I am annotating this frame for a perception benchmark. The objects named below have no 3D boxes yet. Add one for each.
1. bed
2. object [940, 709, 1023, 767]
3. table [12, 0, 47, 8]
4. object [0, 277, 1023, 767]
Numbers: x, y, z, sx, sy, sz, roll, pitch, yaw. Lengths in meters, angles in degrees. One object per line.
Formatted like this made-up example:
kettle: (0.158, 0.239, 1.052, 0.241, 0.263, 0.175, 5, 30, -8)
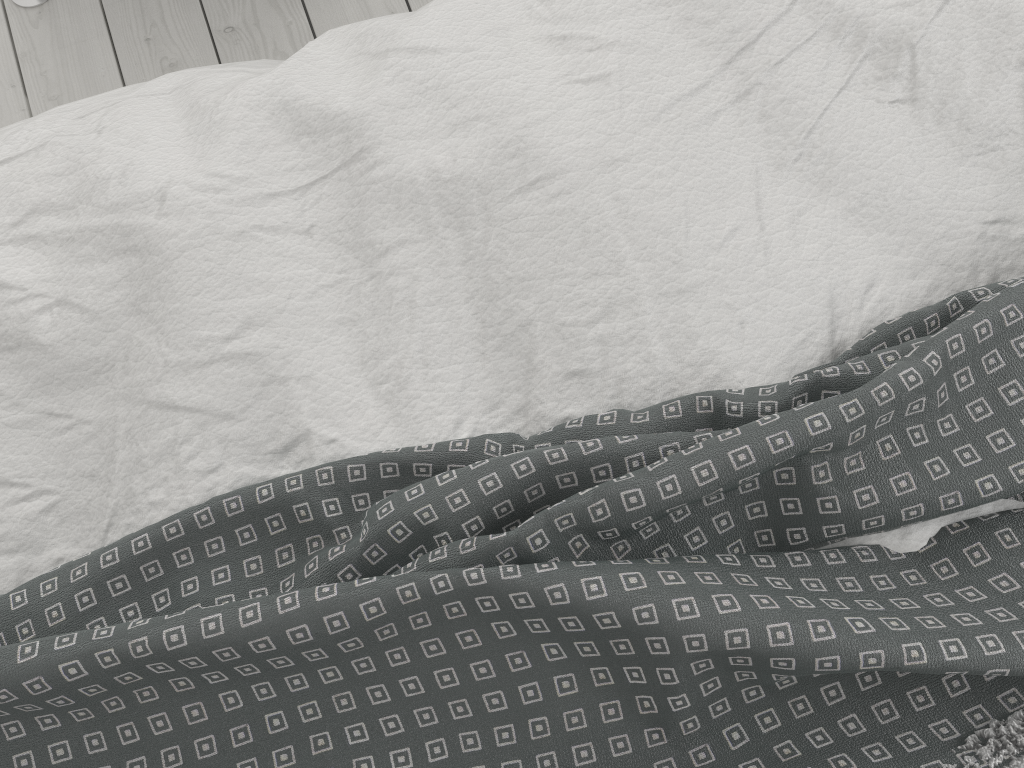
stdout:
bed: (0.223, 0.654, 0.513, 2.217, 0.926, 2.473, -20, 76, 0)
object: (0.150, 0.427, 0.689, 2.236, 0.500, 0.521, -17, 76, 0)
table: (-0.514, -1.114, 1.290, 0.833, 0.313, 0.824, -20, 76, 0)
object: (-0.003, 0.072, 0.675, 2.154, 0.377, 0.536, -18, 76, 0)
